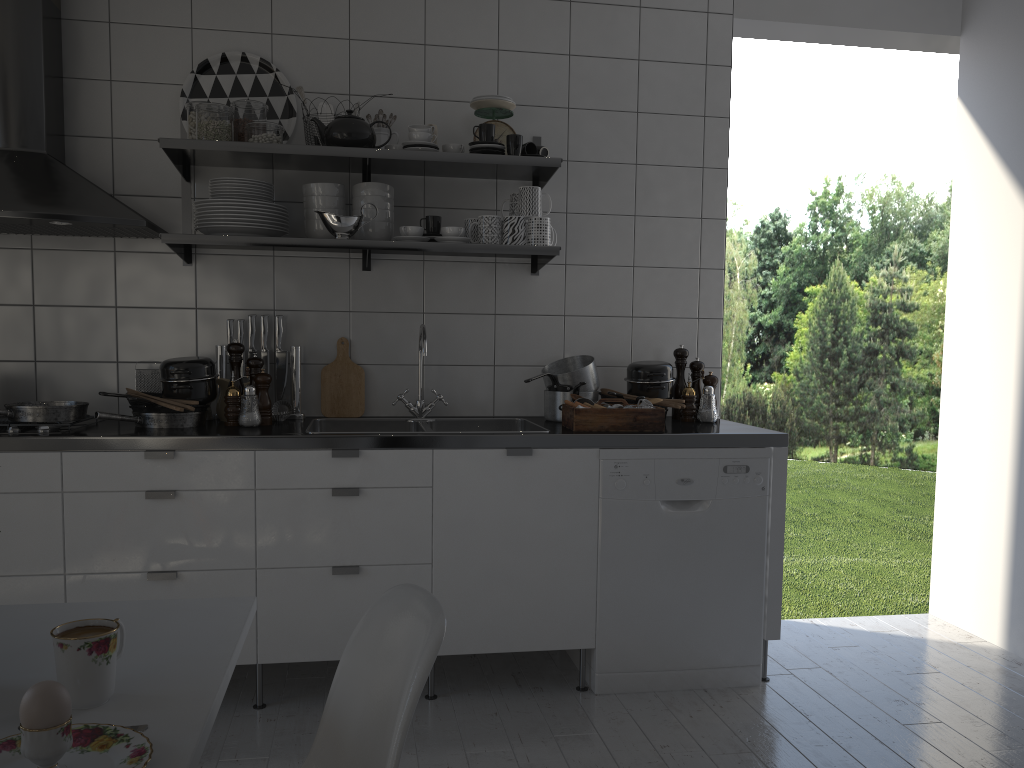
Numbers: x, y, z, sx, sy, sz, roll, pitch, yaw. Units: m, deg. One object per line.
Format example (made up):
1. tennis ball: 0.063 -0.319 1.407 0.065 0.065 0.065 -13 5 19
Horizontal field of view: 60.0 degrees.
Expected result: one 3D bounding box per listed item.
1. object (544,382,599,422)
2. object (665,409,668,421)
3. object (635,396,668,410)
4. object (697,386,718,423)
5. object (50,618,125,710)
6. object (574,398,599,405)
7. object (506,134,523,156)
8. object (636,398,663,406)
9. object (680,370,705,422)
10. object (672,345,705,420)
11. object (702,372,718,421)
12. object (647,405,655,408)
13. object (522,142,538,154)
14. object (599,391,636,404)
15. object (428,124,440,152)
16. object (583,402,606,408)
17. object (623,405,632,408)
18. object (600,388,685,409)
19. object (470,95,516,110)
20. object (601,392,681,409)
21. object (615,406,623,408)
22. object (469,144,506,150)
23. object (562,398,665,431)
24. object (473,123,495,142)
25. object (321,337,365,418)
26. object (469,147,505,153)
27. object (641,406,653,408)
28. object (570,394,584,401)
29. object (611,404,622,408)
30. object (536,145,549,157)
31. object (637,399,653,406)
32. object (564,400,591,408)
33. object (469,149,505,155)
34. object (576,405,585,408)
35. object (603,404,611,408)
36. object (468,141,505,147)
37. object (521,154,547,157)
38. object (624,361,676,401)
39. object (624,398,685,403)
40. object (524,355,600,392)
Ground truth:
1. object: 0.248 0.061 3.174 0.200 0.154 0.347 -1 3 -25
2. object: 0.406 0.107 3.228 0.351 0.061 0.231 -1 3 -31
3. object: 0.431 0.073 3.207 0.243 0.082 0.347 3 3 32
4. object: 0.717 0.073 3.245 0.069 0.135 0.069 -2 5 -30
5. object: -0.532 0.350 1.109 0.078 0.096 0.090 0 4 -16
6. object: 0.242 0.094 3.004 0.118 0.099 0.084 0 4 -16
7. object: 0.013 -0.782 2.929 0.070 0.077 0.055 4 5 43
8. object: 0.383 0.095 3.040 0.271 0.095 0.050 1 4 -5
9. object: 0.664 0.042 3.280 0.080 0.193 0.058 -1 5 -21
10. object: 0.669 -0.007 3.360 0.123 0.283 0.060 0 5 -5
11. object: 0.740 0.046 3.314 0.058 0.185 0.058 2 5 19
12. object: 0.453 0.102 2.950 0.069 0.064 0.039 4 5 38
13. object: 0.048 -0.782 2.995 0.069 0.058 0.080 -2 4 -37
14. object: 0.444 0.060 3.208 0.246 0.081 0.355 1 3 -2
15. object: -0.303 -0.832 3.107 0.127 0.152 0.115 2 4 16
16. object: 0.342 0.106 2.917 0.220 0.085 0.030 2 5 15
17. object: 0.387 0.097 2.946 0.055 0.052 0.034 -1 4 -23
18. object: 0.459 0.050 3.155 0.333 0.061 0.059 3 4 38
19. object: -0.068 -0.986 3.137 0.164 0.047 0.163 3 4 40
20. object: 0.449 0.057 3.143 0.064 0.044 0.334 -2 4 -43
21. object: 0.366 0.107 2.989 0.068 0.068 0.026 0 5 -18
22. object: -0.081 -0.774 2.941 0.121 0.023 0.121 2 3 22
23. object: 0.334 0.099 2.964 0.301 0.101 0.210 0 3 -7
24. object: -0.091 -0.819 2.938 0.070 0.078 0.055 2 4 11
25. object: -0.617 -0.024 3.235 0.157 0.295 0.046 0 5 -10
26. object: -0.083 -0.765 2.942 0.121 0.021 0.121 1 3 -5
27. object: 0.444 0.102 2.910 0.069 0.062 0.042 2 4 21
28. object: 0.328 0.088 3.054 0.266 0.107 0.047 0 5 -13
29. object: 0.360 0.102 3.010 0.068 0.067 0.035 -1 5 -28
30. object: 0.081 -0.789 3.012 0.069 0.059 0.082 -1 4 -32
31. object: 0.446 0.079 3.003 0.050 0.058 0.053 0 4 -16
32. object: 0.277 0.102 2.908 0.217 0.094 0.030 2 5 16
33. object: -0.082 -0.755 2.943 0.121 0.021 0.121 -1 3 -32
34. object: 0.230 0.092 2.880 0.049 0.048 0.048 1 4 1
35. object: 0.309 0.097 3.000 0.054 0.059 0.068 0 4 -14
36. object: -0.084 -0.784 2.940 0.121 0.023 0.121 2 3 31
37. object: 0.061 -0.756 3.003 0.121 0.021 0.121 1 3 -5
38. object: 0.509 -0.006 3.274 0.197 0.159 0.190 4 5 41
39. object: 0.467 0.060 3.192 0.335 0.021 0.065 3 4 44
40. object: 0.150 -0.020 3.189 0.371 0.169 0.202 -1 4 -33
